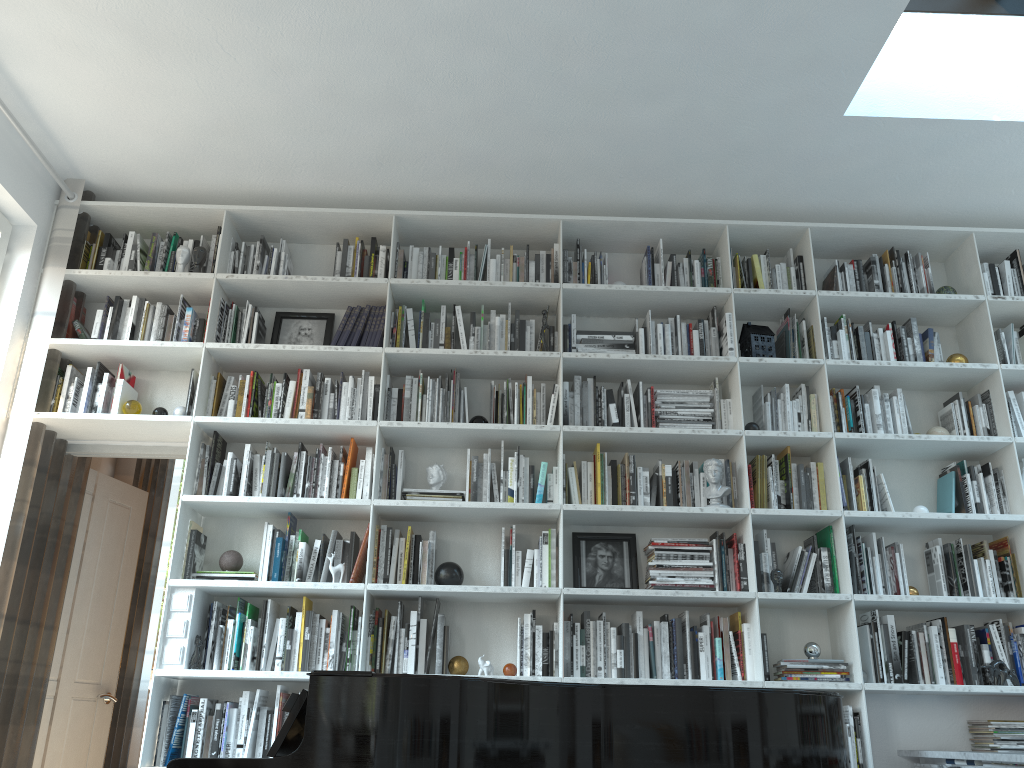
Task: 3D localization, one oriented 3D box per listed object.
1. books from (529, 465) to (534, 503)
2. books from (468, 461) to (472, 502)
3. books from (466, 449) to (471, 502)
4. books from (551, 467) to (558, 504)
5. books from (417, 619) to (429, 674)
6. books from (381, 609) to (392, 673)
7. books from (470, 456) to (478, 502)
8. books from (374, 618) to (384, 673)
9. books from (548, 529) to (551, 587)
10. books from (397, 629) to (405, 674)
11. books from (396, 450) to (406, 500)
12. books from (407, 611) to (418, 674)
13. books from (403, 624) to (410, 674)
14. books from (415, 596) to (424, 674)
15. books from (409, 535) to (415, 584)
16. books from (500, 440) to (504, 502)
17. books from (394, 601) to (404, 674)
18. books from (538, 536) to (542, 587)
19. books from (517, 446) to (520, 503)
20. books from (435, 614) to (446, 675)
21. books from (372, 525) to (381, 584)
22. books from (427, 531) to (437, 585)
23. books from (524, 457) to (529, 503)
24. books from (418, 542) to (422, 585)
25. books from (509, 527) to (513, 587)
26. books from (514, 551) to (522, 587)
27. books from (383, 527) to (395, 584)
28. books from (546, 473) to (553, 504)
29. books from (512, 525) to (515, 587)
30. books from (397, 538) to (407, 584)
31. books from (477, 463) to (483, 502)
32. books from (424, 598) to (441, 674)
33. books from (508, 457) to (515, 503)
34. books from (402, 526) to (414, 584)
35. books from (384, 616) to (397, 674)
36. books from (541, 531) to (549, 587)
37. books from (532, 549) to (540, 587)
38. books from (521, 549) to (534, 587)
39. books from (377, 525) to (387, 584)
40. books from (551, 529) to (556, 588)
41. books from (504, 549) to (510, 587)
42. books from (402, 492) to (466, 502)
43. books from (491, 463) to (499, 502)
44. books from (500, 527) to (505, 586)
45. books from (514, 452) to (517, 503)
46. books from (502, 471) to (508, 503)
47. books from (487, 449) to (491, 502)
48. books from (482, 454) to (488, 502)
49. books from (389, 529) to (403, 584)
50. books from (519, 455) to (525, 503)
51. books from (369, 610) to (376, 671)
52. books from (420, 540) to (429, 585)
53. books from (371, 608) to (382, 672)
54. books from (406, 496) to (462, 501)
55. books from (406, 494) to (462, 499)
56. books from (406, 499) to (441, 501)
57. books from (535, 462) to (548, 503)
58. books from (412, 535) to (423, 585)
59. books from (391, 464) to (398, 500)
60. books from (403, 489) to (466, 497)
[{"bbox_3d":[0.089,0.510,4.181,0.026,0.218,0.150,1,-21,-1],"label":"books"},{"bbox_3d":[-0.196,0.494,4.171,0.010,0.231,0.155,1,-21,-1],"label":"books"},{"bbox_3d":[-0.207,0.464,4.168,0.012,0.284,0.160,1,-21,-1],"label":"books"},{"bbox_3d":[0.202,0.512,4.180,0.026,0.216,0.127,1,-21,-1],"label":"books"},{"bbox_3d":[-0.392,1.167,3.909,0.029,0.240,0.136,1,-21,-1],"label":"books"},{"bbox_3d":[-0.552,1.140,3.891,0.012,0.271,0.182,1,-21,-1],"label":"books"},{"bbox_3d":[-0.176,0.480,4.157,0.030,0.246,0.175,1,-21,-1],"label":"books"},{"bbox_3d":[-0.573,1.158,3.893,0.030,0.238,0.157,1,-21,-1],"label":"books"},{"bbox_3d":[0.166,0.816,4.037,0.011,0.278,0.188,1,-21,-1],"label":"books"},{"bbox_3d":[-0.479,1.182,3.890,0.024,0.195,0.157,1,-21,-1],"label":"books"},{"bbox_3d":[-0.523,0.463,4.171,0.021,0.276,0.137,1,-21,-1],"label":"books"},{"bbox_3d":[-0.431,1.147,3.897,0.027,0.268,0.186,1,-21,-1],"label":"books"},{"bbox_3d":[-0.456,1.172,3.890,0.021,0.214,0.172,1,-21,-1],"label":"books"},{"bbox_3d":[-0.412,1.124,3.934,0.013,0.337,0.138,1,-21,-1],"label":"books"},{"bbox_3d":[-0.451,0.821,4.032,0.014,0.243,0.153,1,-21,-1],"label":"books"},{"bbox_3d":[-0.049,0.449,4.183,0.010,0.328,0.174,1,-21,-1],"label":"books"},{"bbox_3d":[-0.497,1.125,3.906,0.014,0.312,0.167,1,-21,-1],"label":"books"},{"bbox_3d":[0.127,0.832,4.033,0.012,0.243,0.171,1,-21,-1],"label":"books"},{"bbox_3d":[0.026,0.462,4.174,0.011,0.299,0.179,1,-21,-1],"label":"books"},{"bbox_3d":[-0.313,1.153,3.898,0.027,0.260,0.164,1,-21,-1],"label":"books"},{"bbox_3d":[-0.614,0.801,4.044,0.012,0.284,0.160,1,-21,-1],"label":"books"},{"bbox_3d":[-0.364,0.816,4.044,0.028,0.265,0.145,1,-21,-1],"label":"books"},{"bbox_3d":[0.065,0.492,4.186,0.022,0.255,0.153,1,-21,-1],"label":"books"},{"bbox_3d":[-0.411,0.837,4.023,0.011,0.207,0.181,1,-21,-1],"label":"books"},{"bbox_3d":[-0.007,0.813,4.056,0.011,0.290,0.156,1,-21,-1],"label":"books"},{"bbox_3d":[0.025,0.866,4.040,0.030,0.182,0.155,1,-21,-1],"label":"books"},{"bbox_3d":[-0.559,0.805,4.039,0.026,0.274,0.155,1,-21,-1],"label":"books"},{"bbox_3d":[0.175,0.527,4.170,0.027,0.180,0.142,1,-21,-1],"label":"books"},{"bbox_3d":[0.005,0.809,4.054,0.012,0.297,0.166,1,-21,-1],"label":"books"},{"bbox_3d":[-0.498,0.827,4.028,0.025,0.227,0.153,1,-21,-1],"label":"books"},{"bbox_3d":[-0.150,0.501,4.181,0.024,0.226,0.138,1,-21,-1],"label":"books"},{"bbox_3d":[-0.351,1.122,3.910,0.050,0.326,0.167,1,-21,-1],"label":"books"},{"bbox_3d":[-0.006,0.487,4.165,0.028,0.246,0.171,1,-21,-1],"label":"books"},{"bbox_3d":[-0.471,0.799,4.018,0.026,0.273,0.191,1,-21,-1],"label":"books"},{"bbox_3d":[-0.526,1.155,3.895,0.042,0.247,0.163,1,-21,-1],"label":"books"},{"bbox_3d":[0.147,0.823,4.044,0.027,0.268,0.179,1,-21,-1],"label":"books"},{"bbox_3d":[0.108,0.862,4.033,0.024,0.187,0.173,1,-21,-1],"label":"books"},{"bbox_3d":[0.068,0.859,4.028,0.057,0.188,0.156,1,-21,-1],"label":"books"},{"bbox_3d":[-0.584,0.798,4.036,0.025,0.283,0.146,1,-21,-1],"label":"books"},{"bbox_3d":[0.182,0.816,4.041,0.021,0.280,0.162,1,-21,-1],"label":"books"},{"bbox_3d":[-0.026,0.857,4.026,0.025,0.185,0.154,1,-21,-1],"label":"books"},{"bbox_3d":[-0.364,0.534,4.149,0.285,0.012,0.160,1,-22,1],"label":"books"},{"bbox_3d":[-0.079,0.500,4.172,0.048,0.224,0.150,1,-21,-1],"label":"books"},{"bbox_3d":[-0.044,0.812,4.047,0.012,0.284,0.160,1,-21,-1],"label":"books"},{"bbox_3d":[0.015,0.475,4.159,0.012,0.264,0.193,1,-21,-1],"label":"books"},{"bbox_3d":[-0.033,0.520,4.172,0.025,0.188,0.140,1,-21,-1],"label":"books"},{"bbox_3d":[-0.108,0.465,4.167,0.012,0.285,0.168,1,-21,-1],"label":"books"},{"bbox_3d":[-0.126,0.477,4.174,0.022,0.266,0.152,1,-21,-1],"label":"books"},{"bbox_3d":[-0.528,0.809,4.031,0.036,0.262,0.167,1,-21,-1],"label":"books"},{"bbox_3d":[0.043,0.482,4.168,0.023,0.258,0.171,1,-21,-1],"label":"books"},{"bbox_3d":[-0.608,1.145,3.910,0.013,0.274,0.147,1,-21,-1],"label":"books"},{"bbox_3d":[-0.392,0.833,4.021,0.028,0.215,0.176,1,-21,-1],"label":"books"},{"bbox_3d":[-0.595,1.138,3.903,0.013,0.282,0.147,1,-21,-1],"label":"books"},{"bbox_3d":[-0.364,0.554,4.134,0.254,0.012,0.161,3,-22,-6],"label":"books"},{"bbox_3d":[-0.364,0.544,4.142,0.254,0.012,0.161,3,-22,-4],"label":"books"},{"bbox_3d":[-0.365,0.566,4.131,0.254,0.012,0.161,3,-22,-5],"label":"books"},{"bbox_3d":[0.132,0.498,4.161,0.060,0.226,0.180,1,-21,-1],"label":"books"},{"bbox_3d":[-0.431,0.826,4.048,0.028,0.246,0.143,1,-21,-1],"label":"books"},{"bbox_3d":[-0.551,0.496,4.164,0.034,0.209,0.137,1,-21,-1],"label":"books"},{"bbox_3d":[-0.364,0.521,4.148,0.285,0.012,0.160,3,-22,-5],"label":"books"}]
